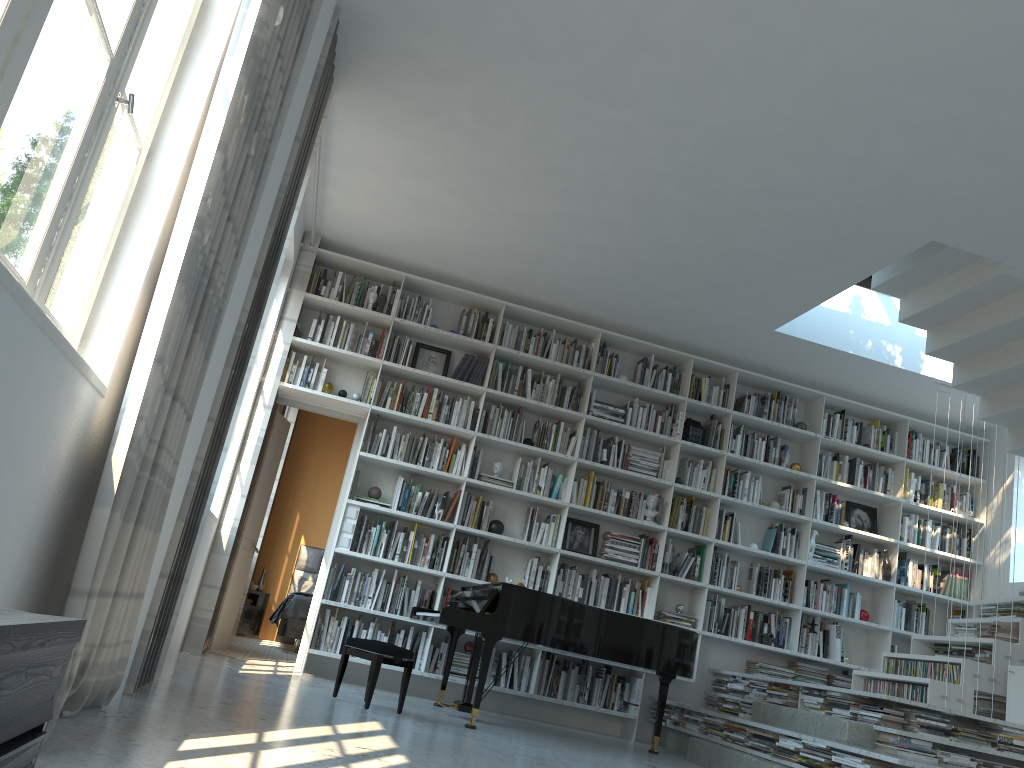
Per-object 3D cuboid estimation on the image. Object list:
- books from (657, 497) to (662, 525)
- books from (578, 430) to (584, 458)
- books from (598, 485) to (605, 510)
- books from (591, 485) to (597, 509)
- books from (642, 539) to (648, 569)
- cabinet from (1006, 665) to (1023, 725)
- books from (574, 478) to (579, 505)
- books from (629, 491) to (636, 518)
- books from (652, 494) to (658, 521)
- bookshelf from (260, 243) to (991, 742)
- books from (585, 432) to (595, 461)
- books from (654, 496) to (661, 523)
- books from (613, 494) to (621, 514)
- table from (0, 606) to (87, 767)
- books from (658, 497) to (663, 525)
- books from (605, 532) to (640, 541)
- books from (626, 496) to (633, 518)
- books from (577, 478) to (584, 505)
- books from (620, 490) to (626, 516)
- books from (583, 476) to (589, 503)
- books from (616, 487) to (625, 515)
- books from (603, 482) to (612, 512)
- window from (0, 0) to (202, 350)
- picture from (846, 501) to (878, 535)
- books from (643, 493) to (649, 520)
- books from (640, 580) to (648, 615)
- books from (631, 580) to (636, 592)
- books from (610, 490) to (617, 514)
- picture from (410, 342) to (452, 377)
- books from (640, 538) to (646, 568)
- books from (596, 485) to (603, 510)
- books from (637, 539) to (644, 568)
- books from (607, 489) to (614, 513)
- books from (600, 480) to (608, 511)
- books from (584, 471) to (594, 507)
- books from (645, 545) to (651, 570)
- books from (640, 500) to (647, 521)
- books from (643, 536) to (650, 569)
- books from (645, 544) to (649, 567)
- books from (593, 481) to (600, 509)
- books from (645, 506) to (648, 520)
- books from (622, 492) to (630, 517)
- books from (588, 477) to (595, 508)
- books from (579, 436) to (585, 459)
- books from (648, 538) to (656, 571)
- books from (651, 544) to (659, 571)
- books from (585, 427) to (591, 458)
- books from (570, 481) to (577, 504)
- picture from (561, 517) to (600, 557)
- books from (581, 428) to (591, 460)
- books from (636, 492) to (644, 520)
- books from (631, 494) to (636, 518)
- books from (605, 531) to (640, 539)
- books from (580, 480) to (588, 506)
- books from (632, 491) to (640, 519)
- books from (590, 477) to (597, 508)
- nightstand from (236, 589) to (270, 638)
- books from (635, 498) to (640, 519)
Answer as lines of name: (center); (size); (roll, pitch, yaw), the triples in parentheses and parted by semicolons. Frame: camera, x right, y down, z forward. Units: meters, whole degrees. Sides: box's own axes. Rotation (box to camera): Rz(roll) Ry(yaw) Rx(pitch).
books: (1.190, 1.070, 7.350); (0.014, 0.260, 0.137); (15, -16, -10)
books: (0.530, 0.521, 7.303); (0.026, 0.266, 0.171); (15, -16, -10)
books: (0.704, 0.951, 7.253); (0.025, 0.235, 0.137); (15, -16, -10)
books: (0.640, 0.939, 7.247); (0.024, 0.228, 0.148); (15, -16, -10)
books: (1.054, 1.400, 7.236); (0.013, 0.255, 0.163); (15, -16, -10)
cabinet: (3.472, 2.065, 5.183); (0.551, 0.665, 0.995); (15, -17, -10)
books: (0.503, 0.893, 7.214); (0.042, 0.241, 0.162); (15, -16, -10)
books: (0.955, 1.006, 7.274); (0.012, 0.244, 0.186); (15, -16, -10)
books: (1.159, 1.054, 7.351); (0.025, 0.278, 0.108); (15, -16, -10)
bookshelf: (0.992, 1.216, 7.194); (6.300, 3.132, 0.331); (15, -16, -10)
books: (0.620, 0.543, 7.311); (0.025, 0.265, 0.185); (15, -16, -10)
books: (1.180, 1.061, 7.337); (0.014, 0.265, 0.154); (15, -16, -10)
books: (0.836, 1.006, 7.279); (0.050, 0.198, 0.146); (15, -16, -10)
table: (-0.497, 0.192, 0.122); (0.524, 0.414, 0.928); (15, -17, -10)
books: (1.206, 1.075, 7.360); (0.023, 0.264, 0.107); (15, -16, -10)
books: (0.895, 1.249, 7.226); (0.254, 0.012, 0.161); (16, -17, -13)
books: (0.929, 1.024, 7.274); (0.029, 0.200, 0.179); (15, -16, -10)
books: (0.534, 0.901, 7.229); (0.026, 0.247, 0.139); (15, -16, -10)
books: (0.884, 0.998, 7.279); (0.010, 0.233, 0.175); (15, -16, -10)
books: (0.582, 0.898, 7.249); (0.010, 0.283, 0.137); (15, -16, -10)
books: (0.874, 0.984, 7.284); (0.014, 0.258, 0.162); (15, -16, -10)
books: (0.750, 0.941, 7.244); (0.028, 0.267, 0.190); (15, -16, -10)
window: (-16.483, -9.883, 9.849); (32.814, 18.480, 18.585); (14, -16, -6)
picture: (3.093, 1.210, 7.842); (0.300, 0.299, 0.078); (15, -16, -10)
books: (1.084, 1.041, 7.334); (0.014, 0.262, 0.135); (15, -16, -10)
books: (1.039, 1.737, 7.153); (0.011, 0.299, 0.149); (15, -16, -10)
books: (0.949, 1.724, 7.144); (0.010, 0.283, 0.132); (15, -16, -10)
books: (0.802, 0.986, 7.262); (0.030, 0.214, 0.169); (15, -16, -10)
picture: (-0.663, -0.170, 7.228); (0.300, 0.299, 0.078); (15, -16, -10)
books: (1.035, 1.389, 7.222); (0.011, 0.260, 0.184); (15, -16, -10)
books: (0.687, 0.948, 7.242); (0.012, 0.227, 0.170); (15, -16, -10)
books: (1.023, 1.390, 7.222); (0.012, 0.253, 0.161); (15, -16, -10)
books: (0.777, 0.978, 7.257); (0.024, 0.216, 0.175); (15, -16, -10)
books: (0.729, 0.931, 7.256); (0.013, 0.283, 0.177); (15, -16, -10)
books: (0.607, 0.875, 7.214); (0.014, 0.316, 0.188); (15, -16, -10)
books: (1.087, 1.429, 7.242); (0.021, 0.216, 0.132); (15, -16, -10)
books: (1.057, 1.062, 7.313); (0.035, 0.201, 0.149); (15, -16, -10)
books: (1.068, 1.387, 7.242); (0.011, 0.287, 0.152); (15, -16, -10)
books: (1.072, 1.418, 7.242); (0.013, 0.232, 0.134); (15, -16, -10)
books: (0.667, 0.933, 7.262); (0.028, 0.258, 0.135); (15, -16, -10)
books: (1.092, 1.070, 7.323); (0.012, 0.205, 0.146); (15, -16, -10)
books: (0.904, 1.005, 7.270); (0.029, 0.223, 0.186); (15, -16, -10)
books: (0.615, 0.902, 7.209); (0.015, 0.266, 0.189); (15, -16, -10)
books: (0.547, 0.549, 7.318); (0.027, 0.227, 0.147); (15, -16, -10)
books: (1.112, 1.400, 7.237); (0.011, 0.278, 0.186); (15, -16, -10)
books: (1.131, 1.427, 7.224); (0.034, 0.228, 0.200); (15, -16, -10)
books: (0.600, 0.522, 7.338); (0.014, 0.312, 0.134); (15, -16, -10)
books: (0.485, 0.901, 7.195); (0.053, 0.208, 0.156); (15, -16, -10)
picture: (0.553, 1.254, 7.195); (0.300, 0.299, 0.078); (15, -16, -10)
books: (0.584, 0.520, 7.315); (0.026, 0.296, 0.179); (15, -16, -10)
books: (1.035, 1.028, 7.318); (0.024, 0.258, 0.127); (15, -16, -10)
books: (0.963, 1.026, 7.310); (0.025, 0.229, 0.143); (15, -16, -10)
books: (0.898, 1.237, 7.228); (0.254, 0.012, 0.161); (14, -17, -6)
books: (0.561, 0.910, 7.228); (0.029, 0.239, 0.156); (15, -16, -10)
books: (0.994, 1.014, 7.300); (0.025, 0.258, 0.151); (15, -16, -10)
books: (0.635, 0.905, 7.229); (0.010, 0.280, 0.171); (15, -16, -10)
nightstand: (-3.216, 2.640, 10.350); (0.650, 0.516, 0.432); (14, -16, -7)
books: (1.006, 1.048, 7.312); (0.022, 0.206, 0.114); (15, -16, -10)
